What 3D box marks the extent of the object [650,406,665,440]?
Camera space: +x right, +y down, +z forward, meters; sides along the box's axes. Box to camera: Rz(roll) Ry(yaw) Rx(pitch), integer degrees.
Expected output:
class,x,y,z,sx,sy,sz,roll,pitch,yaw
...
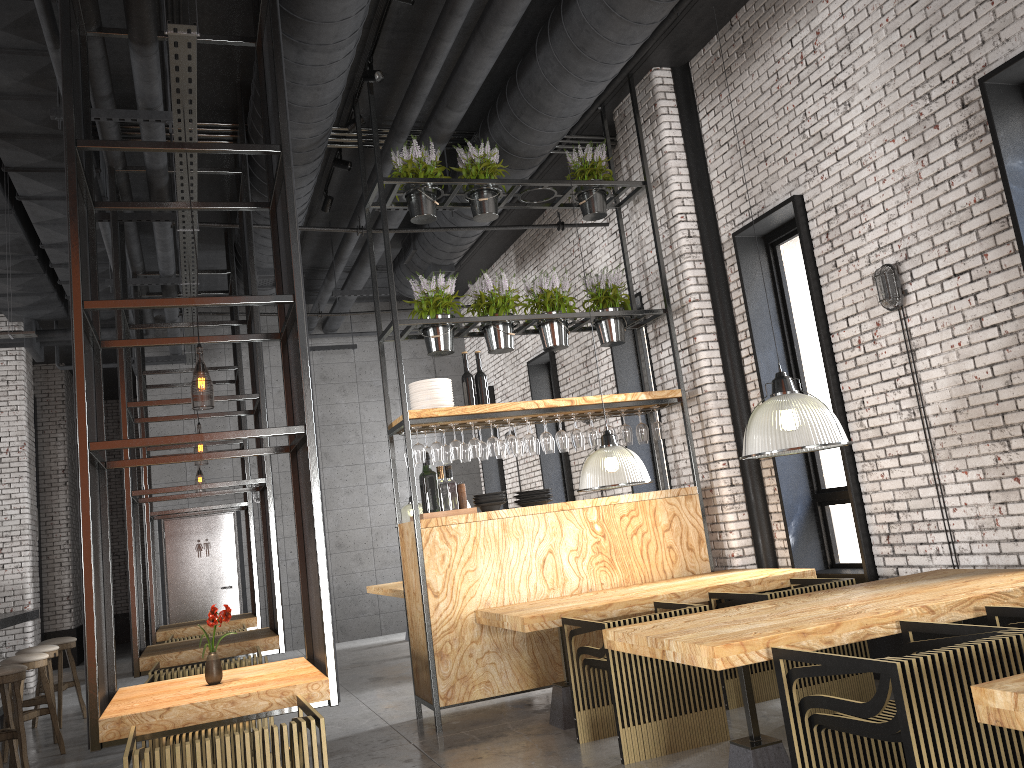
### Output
class,x,y,z,sx,sy,sz,roll,pitch,yaw
object,1.185,0.319,7.225,0.101,0.268,0.100,-9,-10,10

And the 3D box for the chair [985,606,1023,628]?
class,x,y,z,sx,sy,sz,roll,pitch,yaw
chair,2.423,1.199,3.452,0.657,0.733,0.636,-3,-11,-23

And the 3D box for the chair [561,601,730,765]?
class,x,y,z,sx,sy,sz,roll,pitch,yaw
chair,0.745,1.685,5.111,0.657,0.733,0.636,-4,-10,-20

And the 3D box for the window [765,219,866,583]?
class,x,y,z,sx,sy,sz,roll,pitch,yaw
window,2.269,0.061,6.526,0.365,2.708,0.745,-4,-11,-20

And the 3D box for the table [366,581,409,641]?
class,x,y,z,sx,sy,sz,roll,pitch,yaw
table,-0.795,2.705,10.286,1.000,0.766,4.119,-4,-10,-20

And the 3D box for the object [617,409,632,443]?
class,x,y,z,sx,sy,sz,roll,pitch,yaw
object,0.908,0.339,7.123,0.101,0.268,0.100,-9,-10,10

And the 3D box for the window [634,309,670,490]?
class,x,y,z,sx,sy,sz,roll,pitch,yaw
window,1.493,0.516,8.720,0.365,2.708,0.745,-4,-11,-20

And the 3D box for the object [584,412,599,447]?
class,x,y,z,sx,sy,sz,roll,pitch,yaw
object,0.632,0.358,7.022,0.101,0.268,0.100,-10,-10,16

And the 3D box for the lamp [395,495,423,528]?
class,x,y,z,sx,sy,sz,roll,pitch,yaw
lamp,-1.390,0.639,11.616,0.536,2.414,0.535,-11,-11,21

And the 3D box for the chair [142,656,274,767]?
class,x,y,z,sx,sy,sz,roll,pitch,yaw
chair,-1.642,1.956,4.868,0.657,0.733,0.636,-4,-10,-18

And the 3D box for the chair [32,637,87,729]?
class,x,y,z,sx,sy,sz,roll,pitch,yaw
chair,-4.311,2.851,8.540,0.479,0.808,0.438,-15,-13,38

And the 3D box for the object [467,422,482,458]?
class,x,y,z,sx,sy,sz,roll,pitch,yaw
object,-0.285,0.423,6.684,0.101,0.268,0.100,-10,-10,16

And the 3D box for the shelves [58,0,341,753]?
class,x,y,z,sx,sy,sz,roll,pitch,yaw
shelves,-2.470,-0.132,6.849,1.003,4.382,6.124,-4,-10,-20

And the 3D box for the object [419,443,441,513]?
class,x,y,z,sx,sy,sz,roll,pitch,yaw
object,-0.622,0.712,6.595,0.106,0.556,0.156,-3,-11,-21

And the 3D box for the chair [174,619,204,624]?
class,x,y,z,sx,sy,sz,roll,pitch,yaw
chair,-3.314,2.942,9.623,0.657,0.733,0.636,-4,-10,-21

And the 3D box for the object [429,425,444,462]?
class,x,y,z,sx,sy,sz,roll,pitch,yaw
object,-0.562,0.442,6.582,0.101,0.268,0.100,-10,-10,16

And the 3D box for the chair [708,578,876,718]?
class,x,y,z,sx,sy,sz,roll,pitch,yaw
chair,1.714,1.620,5.488,0.657,0.733,0.636,-3,-10,-22

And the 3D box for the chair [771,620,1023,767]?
class,x,y,z,sx,sy,sz,roll,pitch,yaw
chair,1.438,1.273,3.121,0.657,0.733,0.636,-4,-10,-21

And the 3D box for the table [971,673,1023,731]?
class,x,y,z,sx,sy,sz,roll,pitch,yaw
table,2.352,0.965,2.058,2.117,0.766,0.996,-4,-10,-20

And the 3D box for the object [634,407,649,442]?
class,x,y,z,sx,sy,sz,roll,pitch,yaw
object,1.047,0.329,7.174,0.101,0.268,0.100,-9,-10,10

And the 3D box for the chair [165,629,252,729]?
class,x,y,z,sx,sy,sz,roll,pitch,yaw
chair,-2.486,2.456,7.283,0.657,0.733,0.636,-4,-10,-21

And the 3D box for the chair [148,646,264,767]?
class,x,y,z,sx,sy,sz,roll,pitch,yaw
chair,-1.894,2.104,5.581,0.657,0.733,0.636,-4,-10,-18

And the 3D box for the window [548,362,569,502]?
class,x,y,z,sx,sy,sz,roll,pitch,yaw
window,0.711,0.976,10.933,0.365,2.708,0.745,-4,-11,-20

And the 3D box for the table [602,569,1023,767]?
class,x,y,z,sx,sy,sz,roll,pitch,yaw
table,1.635,1.386,4.086,2.117,0.766,0.996,-4,-10,-20

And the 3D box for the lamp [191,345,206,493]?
class,x,y,z,sx,sy,sz,roll,pitch,yaw
lamp,-3.298,0.329,9.248,0.108,1.604,0.108,-9,-10,11

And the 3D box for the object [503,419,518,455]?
class,x,y,z,sx,sy,sz,roll,pitch,yaw
object,-0.009,0.403,6.786,0.101,0.268,0.100,-10,-10,16

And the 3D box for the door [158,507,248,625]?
class,x,y,z,sx,sy,sz,roll,pitch,yaw
door,-4.286,2.800,12.317,1.120,2.110,0.158,-4,-11,-20

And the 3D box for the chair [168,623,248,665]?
class,x,y,z,sx,sy,sz,roll,pitch,yaw
chair,-2.710,2.597,7.976,0.657,0.733,0.636,-4,-10,-19

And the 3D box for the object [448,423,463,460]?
class,x,y,z,sx,sy,sz,roll,pitch,yaw
object,-0.424,0.432,6.633,0.101,0.268,0.100,-10,-10,16

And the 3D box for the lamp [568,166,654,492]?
class,x,y,z,sx,sy,sz,roll,pitch,yaw
lamp,0.569,-0.458,6.407,0.536,2.414,0.535,-10,-11,15

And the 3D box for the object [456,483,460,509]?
class,x,y,z,sx,sy,sz,roll,pitch,yaw
object,-0.397,0.878,6.736,0.056,0.250,0.055,-2,-11,-28

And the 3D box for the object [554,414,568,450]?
class,x,y,z,sx,sy,sz,roll,pitch,yaw
object,0.383,0.376,6.930,0.101,0.268,0.100,-10,-10,16

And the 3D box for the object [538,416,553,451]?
class,x,y,z,sx,sy,sz,roll,pitch,yaw
object,0.260,0.384,6.885,0.101,0.268,0.100,-10,-10,16

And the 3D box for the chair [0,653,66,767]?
class,x,y,z,sx,sy,sz,roll,pitch,yaw
chair,-3.723,2.507,6.890,0.439,0.808,0.479,-1,-12,-31

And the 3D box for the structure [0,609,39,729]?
class,x,y,z,sx,sy,sz,roll,pitch,yaw
structure,-6.019,2.301,5.877,4.312,1.539,5.854,-4,-10,-20

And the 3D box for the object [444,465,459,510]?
class,x,y,z,sx,sy,sz,roll,pitch,yaw
object,-0.458,0.796,6.649,0.070,0.369,0.107,-3,-11,-21

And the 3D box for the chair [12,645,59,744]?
class,x,y,z,sx,sy,sz,roll,pitch,yaw
chair,-4.148,2.689,7.671,0.439,0.808,0.478,-3,-11,-21

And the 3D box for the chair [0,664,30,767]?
class,x,y,z,sx,sy,sz,roll,pitch,yaw
chair,-3.450,2.329,6.007,0.438,0.808,0.480,-13,-11,28

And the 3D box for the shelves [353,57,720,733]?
class,x,y,z,sx,sy,sz,roll,pitch,yaw
shelves,0.160,-0.108,7.148,2.334,5.036,0.687,-4,-11,-20

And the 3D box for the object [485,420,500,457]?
class,x,y,z,sx,sy,sz,roll,pitch,yaw
object,-0.147,0.413,6.735,0.101,0.268,0.100,-10,-10,16

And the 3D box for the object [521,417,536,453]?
class,x,y,z,sx,sy,sz,roll,pitch,yaw
object,0.129,0.393,6.837,0.101,0.268,0.100,-10,-10,16

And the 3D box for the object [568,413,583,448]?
class,x,y,z,sx,sy,sz,roll,pitch,yaw
object,0.503,0.367,6.974,0.101,0.268,0.100,-10,-10,16

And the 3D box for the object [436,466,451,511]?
class,x,y,z,sx,sy,sz,roll,pitch,yaw
object,-0.519,0.800,6.626,0.070,0.369,0.107,-3,-11,-21

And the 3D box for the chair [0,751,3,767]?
class,x,y,z,sx,sy,sz,roll,pitch,yaw
chair,-3.192,2.161,5.172,0.480,0.808,0.437,-1,-12,-31

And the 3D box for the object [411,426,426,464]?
class,x,y,z,sx,sy,sz,roll,pitch,yaw
object,-0.691,0.451,6.535,0.101,0.268,0.100,-10,-10,16

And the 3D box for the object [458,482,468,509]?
class,x,y,z,sx,sy,sz,roll,pitch,yaw
object,-0.368,0.861,6.656,0.056,0.250,0.055,-2,-11,-28

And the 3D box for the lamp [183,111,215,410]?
class,x,y,z,sx,sy,sz,roll,pitch,yaw
lamp,-1.608,-0.663,4.472,0.108,1.604,0.108,-16,-14,41

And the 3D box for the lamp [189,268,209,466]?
class,x,y,z,sx,sy,sz,roll,pitch,yaw
lamp,-2.445,-0.172,6.837,0.108,1.604,0.108,-12,-11,26

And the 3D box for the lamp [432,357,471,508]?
class,x,y,z,sx,sy,sz,roll,pitch,yaw
lamp,-0.827,0.309,10.026,0.536,2.414,0.535,-10,-11,15

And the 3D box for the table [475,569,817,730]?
class,x,y,z,sx,sy,sz,roll,pitch,yaw
table,0.946,1.791,6.033,2.117,0.766,0.996,-4,-10,-20

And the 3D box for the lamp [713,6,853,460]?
class,x,y,z,sx,sy,sz,roll,pitch,yaw
lamp,1.230,-0.846,4.539,0.536,2.414,0.535,-10,-11,15

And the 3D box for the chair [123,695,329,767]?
class,x,y,z,sx,sy,sz,roll,pitch,yaw
chair,-1.025,1.608,3.212,0.657,0.733,0.636,-4,-10,-22

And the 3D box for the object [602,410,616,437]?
class,x,y,z,sx,sy,sz,roll,pitch,yaw
object,0.770,0.348,7.073,0.101,0.268,0.100,-9,-10,10
